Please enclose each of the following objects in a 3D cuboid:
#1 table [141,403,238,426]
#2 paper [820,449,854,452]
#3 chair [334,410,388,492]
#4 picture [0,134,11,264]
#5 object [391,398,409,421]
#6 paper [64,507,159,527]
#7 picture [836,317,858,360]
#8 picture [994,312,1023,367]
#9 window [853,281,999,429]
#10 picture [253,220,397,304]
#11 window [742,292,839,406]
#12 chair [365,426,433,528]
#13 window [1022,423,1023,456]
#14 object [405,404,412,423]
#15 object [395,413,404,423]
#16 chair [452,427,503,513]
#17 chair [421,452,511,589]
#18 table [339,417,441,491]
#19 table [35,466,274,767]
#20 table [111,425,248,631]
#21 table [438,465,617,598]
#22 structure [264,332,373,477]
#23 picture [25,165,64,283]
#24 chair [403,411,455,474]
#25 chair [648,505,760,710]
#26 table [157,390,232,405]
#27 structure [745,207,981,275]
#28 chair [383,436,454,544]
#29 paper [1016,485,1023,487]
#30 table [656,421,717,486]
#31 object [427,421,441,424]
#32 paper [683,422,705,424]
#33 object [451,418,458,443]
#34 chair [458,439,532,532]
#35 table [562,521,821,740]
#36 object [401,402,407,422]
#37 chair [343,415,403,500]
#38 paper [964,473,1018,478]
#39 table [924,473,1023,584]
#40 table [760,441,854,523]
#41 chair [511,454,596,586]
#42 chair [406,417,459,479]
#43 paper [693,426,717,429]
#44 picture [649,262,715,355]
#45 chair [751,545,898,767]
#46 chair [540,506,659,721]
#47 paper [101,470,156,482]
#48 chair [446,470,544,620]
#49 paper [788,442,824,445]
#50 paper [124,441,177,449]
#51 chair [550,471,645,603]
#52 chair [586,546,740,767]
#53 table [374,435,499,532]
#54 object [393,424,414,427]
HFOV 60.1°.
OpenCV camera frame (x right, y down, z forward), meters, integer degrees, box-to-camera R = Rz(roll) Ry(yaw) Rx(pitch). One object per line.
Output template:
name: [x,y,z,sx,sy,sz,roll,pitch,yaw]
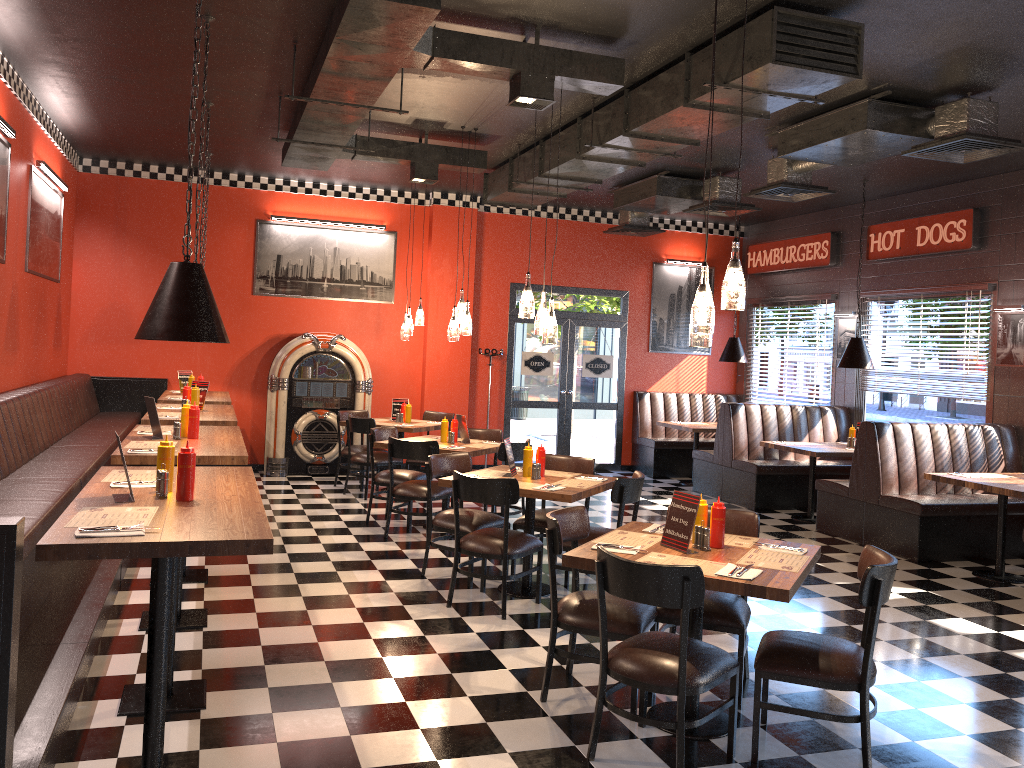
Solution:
table: [-2.763,0.734,7.589,0.695,1.000,1.694,3,2,-19]
paper: [3.370,0.685,9.123,0.365,0.001,0.261,2,2,-17]
chair: [-1.732,0.748,10.180,0.545,0.867,0.486,3,0,35]
picture: [-3.673,-1.363,6.100,0.023,0.939,1.772,3,2,-19]
object: [-1.287,0.299,10.196,0.188,0.257,0.072,3,0,-9]
paper: [-1.407,0.468,3.135,0.261,0.001,0.366,2,2,-16]
picture: [4.154,-0.564,11.001,0.012,0.537,0.351,3,0,-19]
picture: [4.922,-0.440,8.739,0.012,0.537,0.351,3,0,-19]
window: [4.587,-0.229,9.888,0.127,1.714,2.029,3,1,-19]
picture: [-2.358,-1.544,11.293,1.768,0.940,0.023,2,0,-19]
window: [3.819,-0.353,12.150,0.127,1.714,2.029,3,1,-19]
chair: [-1.073,0.851,8.303,0.545,0.867,0.486,3,0,19]
window: [5.354,-0.106,7.626,0.127,1.714,2.029,3,1,-19]
object: [-1.171,0.320,10.036,0.068,0.238,0.068,3,0,-22]
object: [-1.268,0.368,10.019,0.093,0.136,0.047,3,0,-19]
chair: [-0.360,0.875,8.539,0.486,0.867,0.544,3,0,4]
chair: [-0.350,0.958,6.416,0.545,0.867,0.486,3,0,35]
table: [-1.287,0.821,10.037,0.961,0.774,0.956,3,1,26]
table: [-1.403,0.952,3.584,0.695,1.000,1.694,3,2,-19]
table: [-2.085,0.843,5.592,0.695,1.000,1.694,3,2,-19]
table: [0.132,1.038,6.117,0.961,0.774,0.956,3,1,26]
structure: [-2.393,0.236,11.016,1.293,1.768,0.500,2,0,-19]
picture: [-4.522,-1.499,8.602,0.023,0.939,1.772,3,2,-19]
chair: [-0.984,0.769,10.524,0.487,0.867,0.544,3,0,36]
chair: [0.986,1.093,4.522,0.487,0.867,0.544,3,0,20]
table: [-3.451,0.623,9.616,0.695,1.000,1.694,3,2,-19]
structure: [5.281,-1.524,7.675,0.119,0.438,11.275,3,2,-19]
chair: [-0.801,0.889,7.643,0.487,0.867,0.544,3,0,21]
paper: [4.170,0.808,6.910,0.365,0.001,0.261,2,2,-21]
table: [2.894,0.945,11.848,1.690,0.774,0.957,2,1,-19]
object: [-0.873,0.441,10.120,0.255,0.019,0.157,4,2,27]
paper: [2.445,0.531,12.013,0.365,0.001,0.261,2,2,-19]
object: [-0.534,0.420,8.206,0.068,0.238,0.068,3,0,-13]
chair: [-0.125,0.914,7.828,0.545,0.867,0.486,3,0,30]
table: [0.841,1.151,4.074,0.957,0.774,0.959,3,1,26]
object: [-1.234,0.314,10.105,0.068,0.238,0.068,3,0,-22]
chair: [-1.525,0.779,9.611,0.544,0.867,0.487,2,0,-44]
paper: [4.069,0.779,7.540,0.365,0.001,0.261,2,2,-18]
table: [4.428,1.192,7.328,1.690,0.774,0.957,2,1,-19]
table: [3.665,1.069,9.576,1.690,0.774,0.957,2,1,-19]
chair: [0.326,0.982,6.601,0.487,0.867,0.544,3,0,26]
chair: [-0.849,0.803,9.809,0.545,0.867,0.486,3,0,13]
paper: [2.550,0.560,11.383,0.365,0.001,0.261,2,2,-22]
picture: [2.486,-1.092,12.946,1.022,1.301,0.016,2,0,-19]
chair: [1.329,1.138,3.773,0.545,0.867,0.486,3,0,21]
chair: [0.417,1.075,4.314,0.545,0.867,0.486,3,0,21]
paper: [-1.708,0.419,4.047,0.261,0.001,0.366,2,2,-16]
chair: [-0.114,0.996,5.704,0.487,0.867,0.544,3,0,29]
paper: [3.220,0.654,9.752,0.365,0.001,0.261,2,2,-17]
paper: [-2.111,0.356,5.188,0.261,0.001,0.366,2,2,-16]
chair: [0.598,1.020,5.940,0.545,0.867,0.486,3,0,23]
chair: [0.615,1.110,3.638,0.487,0.867,0.544,3,0,38]
table: [-0.611,0.926,8.126,0.961,0.774,0.956,3,1,26]
object: [-1.167,0.445,9.646,0.157,0.019,0.255,4,3,30]
